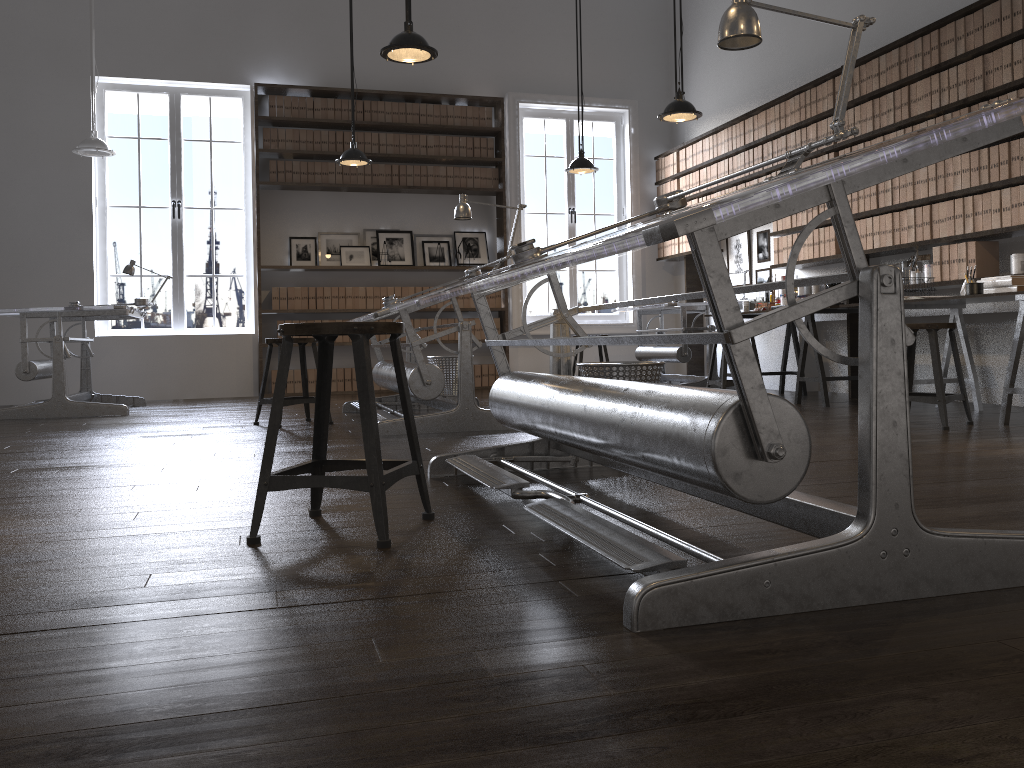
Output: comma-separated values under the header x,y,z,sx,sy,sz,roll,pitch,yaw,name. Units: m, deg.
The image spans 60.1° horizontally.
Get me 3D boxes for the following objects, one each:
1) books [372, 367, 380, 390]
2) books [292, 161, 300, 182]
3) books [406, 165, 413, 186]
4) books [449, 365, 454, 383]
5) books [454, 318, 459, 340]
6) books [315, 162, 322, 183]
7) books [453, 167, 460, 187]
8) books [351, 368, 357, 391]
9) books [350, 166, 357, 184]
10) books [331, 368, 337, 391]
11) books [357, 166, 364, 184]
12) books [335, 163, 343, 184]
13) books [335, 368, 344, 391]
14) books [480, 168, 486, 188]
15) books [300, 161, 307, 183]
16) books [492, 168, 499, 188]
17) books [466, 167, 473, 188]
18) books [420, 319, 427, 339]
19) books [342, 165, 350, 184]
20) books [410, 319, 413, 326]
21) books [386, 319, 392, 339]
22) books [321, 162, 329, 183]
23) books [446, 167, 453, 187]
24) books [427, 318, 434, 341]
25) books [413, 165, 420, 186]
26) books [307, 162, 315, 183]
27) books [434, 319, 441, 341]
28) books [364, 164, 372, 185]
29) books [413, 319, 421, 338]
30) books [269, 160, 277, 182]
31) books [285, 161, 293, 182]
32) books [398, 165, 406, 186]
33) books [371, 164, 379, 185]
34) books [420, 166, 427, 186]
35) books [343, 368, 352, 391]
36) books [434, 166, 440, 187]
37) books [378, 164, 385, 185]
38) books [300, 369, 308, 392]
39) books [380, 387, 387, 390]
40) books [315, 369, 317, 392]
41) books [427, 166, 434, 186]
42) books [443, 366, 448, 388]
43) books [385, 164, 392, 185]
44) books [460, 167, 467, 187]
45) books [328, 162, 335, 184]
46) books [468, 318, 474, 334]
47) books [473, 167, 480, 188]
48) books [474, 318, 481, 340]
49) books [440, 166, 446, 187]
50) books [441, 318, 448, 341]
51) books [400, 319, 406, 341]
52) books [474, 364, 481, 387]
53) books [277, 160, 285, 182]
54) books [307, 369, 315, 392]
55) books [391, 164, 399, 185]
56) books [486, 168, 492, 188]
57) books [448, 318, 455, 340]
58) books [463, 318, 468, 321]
x,y,z,sx,sy,sz,roll,pitch,yaw,name
-1.374,-0.054,8.893,0.067,0.226,0.174,-1,1,-16,books
-2.123,-2.063,8.706,0.067,0.226,0.174,-1,1,-16,books
-1.051,-2.099,9.013,0.067,0.226,0.174,-1,1,-16,books
-0.642,-0.078,9.103,0.067,0.226,0.174,-1,1,-16,books
-0.573,-0.563,9.131,0.067,0.226,0.174,-1,1,-16,books
-1.921,-2.069,8.762,0.067,0.226,0.174,-1,1,-16,books
-0.589,-2.114,9.149,0.067,0.226,0.174,-1,1,-16,books
-1.569,-0.048,8.845,0.067,0.225,0.174,-1,1,-16,books
-1.594,-2.081,8.863,0.067,0.226,0.174,-1,1,-16,books
-1.779,-0.040,8.779,0.067,0.226,0.174,-1,1,-16,books
-1.526,-2.083,8.879,0.067,0.226,0.174,-1,1,-16,books
-1.727,-2.076,8.819,0.067,0.226,0.174,-1,1,-16,books
-1.712,-0.043,8.803,0.067,0.226,0.174,-1,1,-16,books
-0.320,-2.123,9.221,0.067,0.226,0.174,-1,1,-16,books
-2.056,-2.065,8.730,0.067,0.226,0.174,-1,1,-16,books
-0.194,-2.128,9.263,0.067,0.226,0.174,-1,1,-16,books
-0.455,-2.119,9.186,0.067,0.226,0.174,-1,1,-16,books
-0.913,-0.552,9.031,0.067,0.226,0.174,-1,1,-16,books
-1.661,-2.078,8.842,0.067,0.226,0.174,-1,1,-16,books
-1.047,-0.547,8.999,0.067,0.226,0.174,-1,1,-16,books
-1.249,-0.540,8.935,0.067,0.226,0.174,-1,1,-16,books
-1.858,-2.072,8.785,0.067,0.225,0.174,-1,1,-16,books
-0.656,-2.112,9.126,0.067,0.226,0.174,-1,1,-16,books
-0.844,-0.554,9.051,0.067,0.226,0.174,-1,1,-16,books
-0.984,-2.101,9.037,0.067,0.226,0.174,-1,1,-16,books
-1.988,-2.068,8.749,0.067,0.226,0.174,-1,1,-16,books
-0.775,-0.556,9.075,0.067,0.226,0.174,-1,1,-16,books
-1.456,-2.085,8.895,0.067,0.226,0.174,-1,1,-16,books
-0.975,-0.550,9.018,0.067,0.225,0.174,-1,1,-16,books
-2.336,-2.056,8.650,0.067,0.225,0.174,-1,1,-16,books
-2.192,-2.061,8.691,0.067,0.226,0.174,-1,1,-16,books
-1.121,-2.097,8.998,0.067,0.226,0.174,-1,1,-16,books
-1.386,-2.087,8.915,0.067,0.226,0.174,-1,1,-16,books
-0.916,-2.103,9.056,0.067,0.226,0.174,-1,1,-16,books
-1.639,-0.045,8.819,0.067,0.226,0.174,-1,1,-16,books
-0.787,-2.108,9.092,0.067,0.225,0.174,-1,1,-16,books
-1.326,-2.090,8.937,0.067,0.225,0.174,-1,1,-16,books
-2.045,-0.032,8.706,0.067,0.225,0.174,-1,1,-16,books
-1.305,-0.056,8.917,0.067,0.226,0.174,-1,1,-16,books
-1.917,-0.036,8.744,0.067,0.226,0.174,-1,1,-16,books
-0.850,-2.105,9.069,0.067,0.226,0.174,-1,1,-16,books
-0.708,-0.077,9.089,0.067,0.225,0.174,-1,1,-16,books
-1.264,-2.092,8.957,0.067,0.225,0.174,-1,1,-16,books
-0.523,-2.117,9.170,0.067,0.226,0.174,-1,1,-16,books
-1.797,-2.074,8.801,0.067,0.225,0.174,-1,1,-16,books
-0.444,-0.568,9.171,0.067,0.225,0.174,-1,1,-16,books
-0.384,-2.121,9.202,0.067,0.226,0.174,-1,1,-16,books
-0.378,-0.570,9.185,0.067,0.226,0.174,-1,1,-16,books
-0.726,-2.110,9.108,0.067,0.225,0.174,-1,1,-16,books
-0.709,-0.559,9.098,0.067,0.226,0.174,-1,1,-16,books
-1.115,-0.545,8.981,0.067,0.226,0.174,-1,1,-16,books
-0.375,-0.088,9.187,0.067,0.226,0.174,-1,1,-16,books
-2.263,-2.058,8.665,0.067,0.226,0.174,-1,1,-16,books
-1.980,-0.034,8.720,0.067,0.226,0.174,-1,1,-16,books
-1.191,-2.094,8.972,0.067,0.226,0.174,-1,1,-16,books
-0.261,-2.125,9.242,0.067,0.225,0.174,-1,1,-16,books
-0.641,-0.561,9.115,0.067,0.226,0.174,-1,1,-16,books
-0.504,-0.566,9.152,0.067,0.225,0.174,-1,1,-16,books
